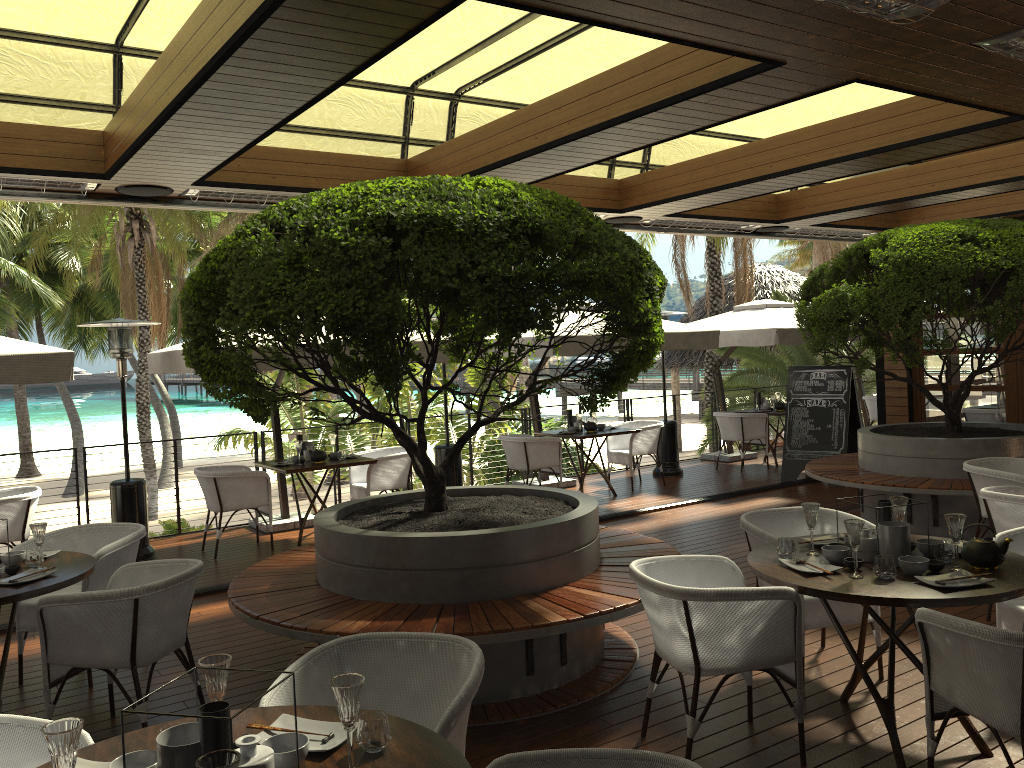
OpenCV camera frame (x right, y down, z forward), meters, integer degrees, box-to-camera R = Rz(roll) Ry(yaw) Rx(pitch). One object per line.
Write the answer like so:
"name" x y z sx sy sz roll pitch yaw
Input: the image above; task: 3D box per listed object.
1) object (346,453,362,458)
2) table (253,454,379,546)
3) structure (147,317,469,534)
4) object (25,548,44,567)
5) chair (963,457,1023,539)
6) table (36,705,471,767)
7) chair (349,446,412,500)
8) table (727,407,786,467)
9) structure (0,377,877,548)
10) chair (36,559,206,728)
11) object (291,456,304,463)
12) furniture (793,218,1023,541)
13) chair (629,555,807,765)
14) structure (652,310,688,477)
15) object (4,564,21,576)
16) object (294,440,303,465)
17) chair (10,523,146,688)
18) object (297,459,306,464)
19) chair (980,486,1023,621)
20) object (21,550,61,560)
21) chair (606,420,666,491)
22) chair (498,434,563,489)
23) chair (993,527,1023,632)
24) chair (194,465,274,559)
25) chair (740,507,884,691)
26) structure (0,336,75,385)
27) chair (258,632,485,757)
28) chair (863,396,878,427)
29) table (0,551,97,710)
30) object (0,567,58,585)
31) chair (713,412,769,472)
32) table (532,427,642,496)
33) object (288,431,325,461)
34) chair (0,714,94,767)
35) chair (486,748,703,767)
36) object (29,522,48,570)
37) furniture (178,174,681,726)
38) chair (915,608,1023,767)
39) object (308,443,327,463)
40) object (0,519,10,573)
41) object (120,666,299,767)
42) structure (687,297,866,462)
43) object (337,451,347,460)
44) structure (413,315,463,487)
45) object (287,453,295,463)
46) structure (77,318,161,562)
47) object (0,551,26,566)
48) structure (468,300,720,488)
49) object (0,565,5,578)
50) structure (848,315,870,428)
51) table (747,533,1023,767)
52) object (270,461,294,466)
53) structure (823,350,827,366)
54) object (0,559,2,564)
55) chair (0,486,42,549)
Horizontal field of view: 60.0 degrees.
"object" -1.628 0.718 8.845 0.170 0.025 0.294 -4 2 -34
"table" -1.904 1.124 8.656 0.932 0.749 0.931 -4 2 -34
"structure" -2.014 0.340 8.686 2.415 2.332 2.413 -4 2 -34
"object" -2.418 0.880 4.487 0.086 0.086 0.086 -4 2 -33
"chair" 3.584 0.947 6.276 0.628 0.788 0.617 -3 2 -28
"table" -0.641 1.311 1.949 1.166 0.749 1.166 -4 2 -31
"chair" -1.284 1.064 9.038 0.617 0.788 0.627 -3 2 -33
"table" 3.707 0.736 12.437 0.932 0.749 0.931 -4 2 -34
"structure" -3.409 1.137 9.072 26.281 1.153 0.163 -4 2 -34
"chair" -1.773 1.264 4.138 0.616 0.788 0.628 -2 1 12
"object" -2.063 0.729 8.528 0.116 0.065 0.116 -4 2 -35
"furniture" 3.925 -0.073 7.889 2.568 2.721 2.721 -2 2 21
"chair" 0.838 1.161 3.747 0.617 0.788 0.627 -3 1 -13
"structure" 2.023 0.112 11.761 0.699 2.191 0.700 -2 2 44
"object" -2.435 0.910 4.321 0.080 0.042 0.080 -4 3 -44
"object" -2.010 0.648 8.364 0.082 0.227 0.082 -3 1 -33
"chair" -2.477 1.258 5.166 0.627 0.788 0.617 -2 1 12
"object" -2.007 0.741 8.447 0.080 0.042 0.080 -2 2 17
"chair" 3.129 1.007 5.188 0.617 0.788 0.627 -3 2 -28
"object" -2.577 0.911 4.706 0.294 0.025 0.170 -2 2 12
"chair" 1.546 0.868 10.946 0.617 0.788 0.627 -3 2 -33
"chair" 0.197 0.960 10.066 0.617 0.788 0.627 -3 2 -33
"chair" 2.631 1.070 4.046 0.617 0.788 0.627 -3 1 -13
"chair" -2.584 1.153 8.192 0.617 0.788 0.627 -3 2 -33
"chair" 1.559 1.095 4.680 0.627 0.788 0.617 -3 1 -13
"structure" -4.811 0.533 6.801 2.415 2.332 2.413 -4 2 -34
"chair" -0.388 1.253 2.744 0.627 0.788 0.617 -2 1 12
"chair" 5.867 0.568 13.888 0.617 0.788 0.627 -3 2 -33
"table" -2.642 1.315 4.307 1.166 0.749 1.166 -4 2 -29
"object" -2.298 0.916 4.225 0.170 0.025 0.295 -2 2 17
"chair" 3.087 0.760 12.014 0.617 0.788 0.627 -3 2 -33
"table" 0.902 0.930 10.547 0.932 0.749 0.931 -4 2 -34
"object" -2.036 0.619 8.797 0.263 0.264 0.263 -2 2 11
"chair" -1.435 1.319 2.203 0.616 0.788 0.628 -2 1 12
"chair" 0.147 1.262 1.839 0.616 0.788 0.628 -2 1 12
"object" -2.347 0.807 4.407 0.082 0.227 0.082 -2 1 18
"furniture" -0.407 0.223 5.053 2.696 2.721 2.615 -4 2 -43
"chair" 1.807 1.144 3.034 0.627 0.788 0.617 -3 1 -13
"object" -1.868 0.662 8.547 0.168 0.179 0.163 -3 2 -32
"object" -2.649 0.810 4.295 0.263 0.264 0.263 -2 2 12
"object" -0.656 0.806 1.954 0.263 0.264 0.263 -2 2 15
"structure" 3.580 -0.048 12.457 2.415 2.332 2.413 -4 2 -34
"object" -1.657 0.696 8.635 0.086 0.086 0.086 -3 2 -29
"structure" -0.736 0.302 9.902 0.699 2.191 0.700 -2 2 44
"object" -2.142 0.718 8.607 0.086 0.086 0.086 -3 2 -29
"structure" -3.502 0.494 8.037 0.699 2.191 0.700 -2 2 44
"object" -2.546 0.896 4.525 0.116 0.065 0.116 -1 2 39
"structure" 0.783 0.146 10.572 2.415 2.332 2.413 -4 2 -34
"object" -2.467 0.904 4.198 0.116 0.065 0.116 -2 2 16
"structure" 6.378 -0.241 14.343 2.415 2.332 2.413 -4 2 -34
"table" 1.640 1.140 3.852 1.165 0.749 1.167 -1 2 36
"object" -2.165 0.758 8.401 0.170 0.025 0.294 -4 2 -34
"structure" 4.838 -0.083 13.659 0.699 2.191 0.700 -2 2 44
"object" -2.645 0.911 4.548 0.080 0.042 0.080 -2 2 11
"chair" -4.114 1.260 7.130 0.617 0.788 0.627 -3 2 -33
